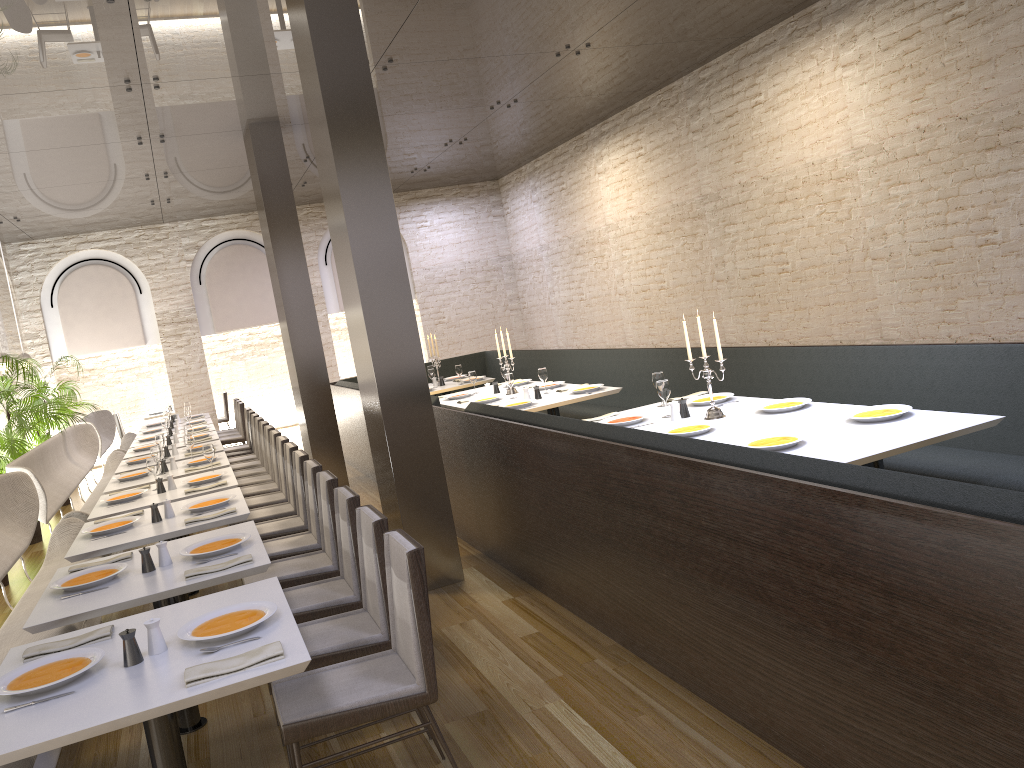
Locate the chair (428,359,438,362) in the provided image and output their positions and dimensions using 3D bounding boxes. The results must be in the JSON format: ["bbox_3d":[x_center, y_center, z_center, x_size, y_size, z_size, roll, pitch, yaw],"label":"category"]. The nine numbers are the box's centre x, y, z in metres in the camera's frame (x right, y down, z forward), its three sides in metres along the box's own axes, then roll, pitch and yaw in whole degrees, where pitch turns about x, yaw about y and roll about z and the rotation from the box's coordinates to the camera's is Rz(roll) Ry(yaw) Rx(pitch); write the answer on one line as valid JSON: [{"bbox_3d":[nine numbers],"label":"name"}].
[{"bbox_3d":[-1.412,0.097,14.125,0.567,0.904,0.412,-12,4,-20],"label":"chair"}]

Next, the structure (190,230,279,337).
[{"bbox_3d":[-4.607,-1.778,15.082,1.638,1.671,0.098,-12,4,-20],"label":"structure"}]

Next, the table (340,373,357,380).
[{"bbox_3d":[-2.949,0.219,16.430,0.938,0.758,1.011,-12,5,-20],"label":"table"}]

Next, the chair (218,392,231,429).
[{"bbox_3d":[-5.215,0.636,15.583,0.567,0.904,0.412,-12,4,-20],"label":"chair"}]

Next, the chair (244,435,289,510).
[{"bbox_3d":[-1.937,0.911,6.869,0.567,0.904,0.412,-12,4,-20],"label":"chair"}]

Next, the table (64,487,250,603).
[{"bbox_3d":[-1.977,1.157,5.204,0.938,0.758,1.011,-12,5,-20],"label":"table"}]

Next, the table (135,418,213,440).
[{"bbox_3d":[-4.353,0.947,11.629,0.938,0.758,1.011,-12,5,-20],"label":"table"}]

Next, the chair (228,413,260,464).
[{"bbox_3d":[-2.935,0.823,9.570,0.567,0.904,0.412,-12,4,-20],"label":"chair"}]

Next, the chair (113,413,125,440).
[{"bbox_3d":[-6.424,0.897,15.134,0.567,0.904,0.412,-12,4,-20],"label":"chair"}]

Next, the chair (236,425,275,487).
[{"bbox_3d":[-2.338,0.876,7.952,0.567,0.904,0.412,-12,4,-20],"label":"chair"}]

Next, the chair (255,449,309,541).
[{"bbox_3d":[-1.544,0.946,5.807,0.567,0.904,0.412,-12,4,-20],"label":"chair"}]

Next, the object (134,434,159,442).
[{"bbox_3d":[-4.291,0.647,10.479,0.321,0.036,0.323,-8,6,17],"label":"object"}]

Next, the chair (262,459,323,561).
[{"bbox_3d":[-1.338,0.964,5.250,0.567,0.904,0.412,-12,4,-20],"label":"chair"}]

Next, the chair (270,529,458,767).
[{"bbox_3d":[-0.526,1.036,3.053,0.567,0.904,0.412,-12,4,-20],"label":"chair"}]

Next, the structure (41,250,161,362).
[{"bbox_3d":[-6.690,-1.328,14.308,1.638,1.671,0.098,-12,4,-20],"label":"structure"}]

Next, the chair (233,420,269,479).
[{"bbox_3d":[-2.533,0.858,8.481,0.567,0.904,0.412,-12,4,-20],"label":"chair"}]

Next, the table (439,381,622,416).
[{"bbox_3d":[0.047,0.474,8.431,1.103,0.758,2.539,-12,6,-20],"label":"table"}]

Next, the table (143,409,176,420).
[{"bbox_3d":[-5.806,0.837,15.369,0.938,0.758,1.011,-12,5,-20],"label":"table"}]

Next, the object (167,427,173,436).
[{"bbox_3d":[-4.049,0.562,10.496,0.059,0.109,0.060,-9,4,16],"label":"object"}]

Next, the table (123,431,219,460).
[{"bbox_3d":[-3.583,1.015,9.546,0.938,0.758,1.011,-12,5,-20],"label":"table"}]

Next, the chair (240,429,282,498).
[{"bbox_3d":[-2.143,0.893,7.426,0.567,0.904,0.412,-12,4,-20],"label":"chair"}]

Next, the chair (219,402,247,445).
[{"bbox_3d":[-3.822,0.744,11.967,0.567,0.904,0.412,-12,4,-20],"label":"chair"}]

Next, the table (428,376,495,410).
[{"bbox_3d":[-0.840,0.395,10.829,1.103,0.758,1.188,-12,5,-20],"label":"table"}]

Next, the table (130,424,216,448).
[{"bbox_3d":[-3.970,0.980,10.595,0.938,0.758,1.011,-12,5,-20],"label":"table"}]

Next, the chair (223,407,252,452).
[{"bbox_3d":[-3.333,0.787,10.645,0.567,0.904,0.412,-12,4,-20],"label":"chair"}]

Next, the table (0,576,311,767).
[{"bbox_3d":[-1.110,1.234,2.857,0.938,0.758,1.011,-12,5,-20],"label":"table"}]

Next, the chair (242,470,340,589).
[{"bbox_3d":[-1.142,0.981,4.719,0.567,0.904,0.412,-12,4,-20],"label":"chair"}]

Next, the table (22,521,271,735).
[{"bbox_3d":[-1.544,1.195,4.030,0.938,0.758,1.011,-12,5,-20],"label":"table"}]

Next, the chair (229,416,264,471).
[{"bbox_3d":[-2.738,0.840,9.036,0.567,0.904,0.412,-12,4,-20],"label":"chair"}]

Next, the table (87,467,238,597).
[{"bbox_3d":[-2.370,1.122,6.266,0.938,0.758,1.011,-12,5,-20],"label":"table"}]

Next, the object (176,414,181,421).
[{"bbox_3d":[-4.778,0.478,12.668,0.059,0.109,0.060,-9,4,16],"label":"object"}]

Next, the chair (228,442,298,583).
[{"bbox_3d":[-1.741,0.928,6.338,0.567,0.904,0.412,-12,4,-20],"label":"chair"}]

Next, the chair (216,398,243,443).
[{"bbox_3d":[-4.217,0.709,13.035,0.567,0.904,0.412,-12,4,-20],"label":"chair"}]

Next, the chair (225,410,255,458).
[{"bbox_3d":[-3.140,0.804,10.123,0.567,0.904,0.412,-12,4,-20],"label":"chair"}]

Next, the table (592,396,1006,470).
[{"bbox_3d":[1.325,0.587,4.975,1.103,0.758,2.539,-12,6,-20],"label":"table"}]

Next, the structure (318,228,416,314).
[{"bbox_3d":[-2.654,-2.201,15.808,1.638,1.671,0.098,-12,4,-20],"label":"structure"}]

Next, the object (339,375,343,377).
[{"bbox_3d":[-3.269,-0.115,16.314,0.321,0.036,0.323,-9,6,15],"label":"object"}]

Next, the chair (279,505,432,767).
[{"bbox_3d":[-0.722,1.019,3.583,0.567,0.904,0.412,-12,4,-20],"label":"chair"}]

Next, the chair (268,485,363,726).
[{"bbox_3d":[-0.928,1.000,4.141,0.567,0.904,0.412,-12,4,-20],"label":"chair"}]

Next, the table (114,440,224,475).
[{"bbox_3d":[-3.177,1.051,8.447,0.938,0.758,1.011,-12,5,-20],"label":"table"}]

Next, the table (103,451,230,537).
[{"bbox_3d":[-2.774,1.086,7.358,0.938,0.758,1.011,-12,5,-20],"label":"table"}]

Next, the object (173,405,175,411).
[{"bbox_3d":[-5.836,0.403,15.337,0.059,0.109,0.059,-11,4,-18],"label":"object"}]

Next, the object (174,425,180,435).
[{"bbox_3d":[-4.000,0.547,10.563,0.059,0.109,0.060,-9,4,16],"label":"object"}]

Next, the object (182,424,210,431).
[{"bbox_3d":[-3.795,0.540,10.661,0.321,0.036,0.323,-8,6,17],"label":"object"}]

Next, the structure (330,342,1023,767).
[{"bbox_3d":[0.590,0.400,6.954,2.378,0.998,10.750,-12,6,-20],"label":"structure"}]

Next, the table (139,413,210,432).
[{"bbox_3d":[-4.748,0.911,12.699,0.938,0.758,1.011,-12,5,-20],"label":"table"}]

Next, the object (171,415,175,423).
[{"bbox_3d":[-4.827,0.493,12.601,0.059,0.109,0.060,-9,4,16],"label":"object"}]

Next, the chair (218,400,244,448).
[{"bbox_3d":[-4.016,0.727,12.493,0.567,0.904,0.412,-12,4,-20],"label":"chair"}]

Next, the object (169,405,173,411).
[{"bbox_3d":[-5.885,0.418,15.270,0.059,0.109,0.059,-11,4,-18],"label":"object"}]
